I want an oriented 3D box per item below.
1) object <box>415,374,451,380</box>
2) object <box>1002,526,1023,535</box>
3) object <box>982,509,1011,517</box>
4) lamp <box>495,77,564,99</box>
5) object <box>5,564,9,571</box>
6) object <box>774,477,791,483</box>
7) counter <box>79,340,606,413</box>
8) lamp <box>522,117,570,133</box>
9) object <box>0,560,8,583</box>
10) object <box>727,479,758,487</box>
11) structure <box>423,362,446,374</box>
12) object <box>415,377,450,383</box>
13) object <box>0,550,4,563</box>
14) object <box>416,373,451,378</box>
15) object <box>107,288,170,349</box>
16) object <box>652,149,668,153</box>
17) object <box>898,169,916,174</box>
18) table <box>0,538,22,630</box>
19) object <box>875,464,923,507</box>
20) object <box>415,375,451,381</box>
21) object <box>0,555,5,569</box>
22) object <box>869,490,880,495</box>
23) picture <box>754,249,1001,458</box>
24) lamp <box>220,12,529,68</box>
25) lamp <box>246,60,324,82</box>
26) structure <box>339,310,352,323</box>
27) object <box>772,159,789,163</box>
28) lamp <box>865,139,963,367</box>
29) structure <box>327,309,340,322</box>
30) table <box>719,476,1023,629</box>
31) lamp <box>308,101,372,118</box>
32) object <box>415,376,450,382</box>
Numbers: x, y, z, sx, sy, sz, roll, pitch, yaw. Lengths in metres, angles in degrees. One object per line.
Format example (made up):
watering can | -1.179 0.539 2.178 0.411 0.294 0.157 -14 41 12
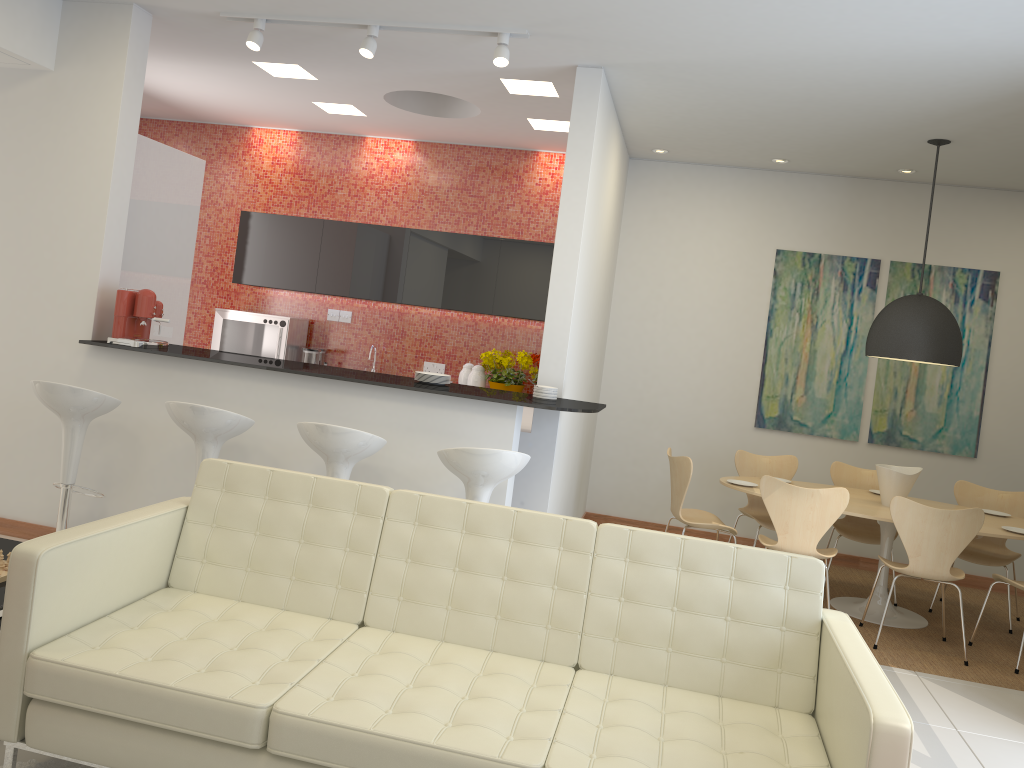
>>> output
object | -0.461 -0.038 5.150 0.210 0.015 0.211 5 4 -35
object | 3.148 0.914 5.481 0.209 0.015 0.211 6 4 -24
object | 3.353 0.900 6.158 0.210 0.015 0.211 7 3 -11
lamp | 0.124 -1.992 5.911 0.409 0.034 0.408 8 3 11
object | -1.889 0.676 3.335 0.030 0.050 0.030 7 1 19
object | 1.932 0.703 6.467 0.211 0.015 0.210 9 4 33
counter | -0.960 -0.057 5.126 2.968 0.019 0.735 8 3 11
lamp | 0.317 -2.025 6.888 0.409 0.034 0.408 8 3 11
object | -2.049 0.694 3.264 0.361 0.021 0.360 8 3 11
object | 1.576 0.682 6.060 0.211 0.015 0.210 9 4 33
structure | -0.701 -0.141 7.973 0.198 0.099 0.016 8 0 11
object | -0.464 -0.018 5.150 0.210 0.015 0.211 5 4 -35
object | -1.959 0.661 3.390 0.030 0.055 0.030 7 1 19
object | -0.460 -0.045 5.150 0.210 0.015 0.211 5 4 -35
object | -2.112 -0.384 5.186 0.321 0.337 0.321 7 2 11
object | 1.218 -1.915 7.284 0.129 0.010 0.130 5 4 -34
object | 3.081 -1.659 6.911 0.129 0.010 0.130 5 4 -34
table | -2.065 0.913 3.298 0.702 0.422 0.916 8 3 11
object | 2.579 0.682 5.957 0.260 0.280 0.272 6 2 -44
object | -0.462 -0.032 5.150 0.210 0.015 0.211 5 4 -35
object | -1.928 0.670 3.343 0.030 0.050 0.030 7 1 19
object | 2.720 0.802 6.469 0.211 0.015 0.210 9 4 29
picture | 2.966 -0.268 7.251 1.741 1.507 0.020 8 0 11
lamp | -0.813 -1.940 4.987 1.824 0.199 0.112 8 1 11
lamp | -1.597 -2.228 6.256 0.409 0.034 0.408 8 3 11
structure | -1.533 -0.619 8.154 0.114 0.104 0.008 8 0 11
object | 2.150 -1.787 7.097 0.129 0.010 0.130 5 4 -34
lamp | 2.783 -0.893 5.960 0.595 1.493 0.593 7 0 13
structure | -1.649 -0.635 8.174 0.114 0.104 0.013 8 0 11
table | 2.508 1.180 5.974 2.265 0.729 1.279 8 3 12
lamp | -1.404 -2.262 7.233 0.409 0.034 0.408 8 3 11
object | -0.463 -0.025 5.150 0.210 0.015 0.211 5 4 -35
